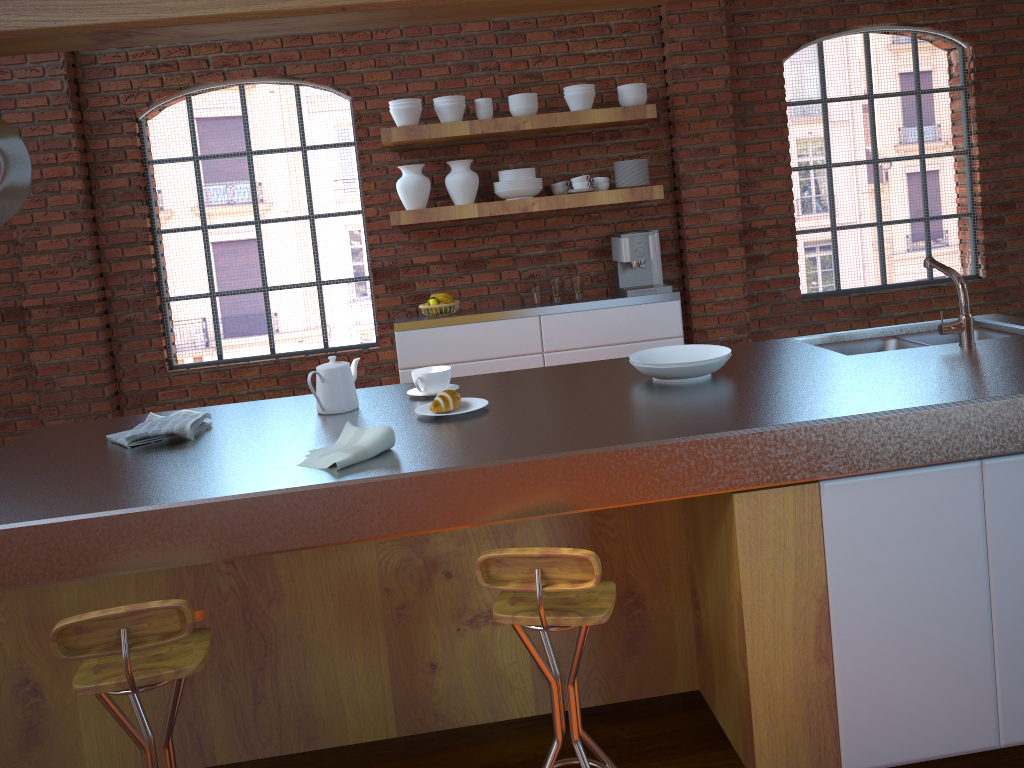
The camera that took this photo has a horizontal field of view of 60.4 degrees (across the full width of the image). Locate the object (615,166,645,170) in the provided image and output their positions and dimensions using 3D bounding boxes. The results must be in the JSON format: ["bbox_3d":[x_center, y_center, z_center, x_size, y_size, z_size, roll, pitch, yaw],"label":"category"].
[{"bbox_3d":[0.688,-1.241,5.072,0.194,0.014,0.198,-4,11,11],"label":"object"}]

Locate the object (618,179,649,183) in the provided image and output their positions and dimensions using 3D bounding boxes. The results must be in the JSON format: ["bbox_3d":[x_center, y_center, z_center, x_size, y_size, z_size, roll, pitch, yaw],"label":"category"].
[{"bbox_3d":[0.696,-1.164,5.078,0.194,0.014,0.198,-4,11,11],"label":"object"}]

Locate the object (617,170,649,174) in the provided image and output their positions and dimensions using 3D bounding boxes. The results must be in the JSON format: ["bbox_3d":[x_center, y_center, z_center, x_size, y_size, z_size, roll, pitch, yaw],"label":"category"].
[{"bbox_3d":[0.690,-1.214,5.074,0.194,0.014,0.198,-4,11,11],"label":"object"}]

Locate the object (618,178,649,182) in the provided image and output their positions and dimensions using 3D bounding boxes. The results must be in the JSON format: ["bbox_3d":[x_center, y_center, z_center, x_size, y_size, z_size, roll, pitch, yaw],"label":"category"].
[{"bbox_3d":[0.695,-1.169,5.077,0.194,0.014,0.198,-4,11,11],"label":"object"}]

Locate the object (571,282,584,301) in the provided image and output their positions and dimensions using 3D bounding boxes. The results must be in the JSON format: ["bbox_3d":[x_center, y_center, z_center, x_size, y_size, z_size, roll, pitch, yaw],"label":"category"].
[{"bbox_3d":[0.379,-0.527,5.050,0.078,0.103,0.078,-5,7,7],"label":"object"}]

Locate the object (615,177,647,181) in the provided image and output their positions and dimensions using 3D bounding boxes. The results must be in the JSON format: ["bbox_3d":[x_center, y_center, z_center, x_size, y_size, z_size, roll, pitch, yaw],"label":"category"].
[{"bbox_3d":[0.694,-1.178,5.077,0.194,0.014,0.198,-4,11,11],"label":"object"}]

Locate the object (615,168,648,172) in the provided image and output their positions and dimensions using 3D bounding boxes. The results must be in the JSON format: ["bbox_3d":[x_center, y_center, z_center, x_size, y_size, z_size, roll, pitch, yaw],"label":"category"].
[{"bbox_3d":[0.689,-1.227,5.073,0.194,0.014,0.198,-4,11,11],"label":"object"}]

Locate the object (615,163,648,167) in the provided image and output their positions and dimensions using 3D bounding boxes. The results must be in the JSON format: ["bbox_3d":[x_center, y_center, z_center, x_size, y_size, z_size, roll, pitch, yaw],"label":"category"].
[{"bbox_3d":[0.686,-1.256,5.071,0.194,0.014,0.198,-4,11,11],"label":"object"}]

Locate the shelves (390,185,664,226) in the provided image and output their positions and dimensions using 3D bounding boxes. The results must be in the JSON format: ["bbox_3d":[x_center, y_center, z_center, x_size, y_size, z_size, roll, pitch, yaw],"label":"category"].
[{"bbox_3d":[0.077,-1.023,5.049,1.537,0.075,0.342,-7,11,-6],"label":"shelves"}]

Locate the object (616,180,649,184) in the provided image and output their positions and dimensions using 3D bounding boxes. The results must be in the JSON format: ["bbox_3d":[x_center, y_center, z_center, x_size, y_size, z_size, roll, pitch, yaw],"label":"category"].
[{"bbox_3d":[0.696,-1.159,5.078,0.194,0.014,0.198,-4,11,11],"label":"object"}]

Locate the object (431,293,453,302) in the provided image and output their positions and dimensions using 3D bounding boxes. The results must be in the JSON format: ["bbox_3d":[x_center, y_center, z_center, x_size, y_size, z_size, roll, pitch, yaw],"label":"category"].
[{"bbox_3d":[-0.379,-0.478,4.998,0.066,0.084,0.187,-2,10,32],"label":"object"}]

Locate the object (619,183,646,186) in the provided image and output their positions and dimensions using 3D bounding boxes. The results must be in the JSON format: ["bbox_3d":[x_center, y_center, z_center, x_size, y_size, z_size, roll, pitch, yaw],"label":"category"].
[{"bbox_3d":[0.697,-1.146,5.079,0.194,0.014,0.198,-4,11,11],"label":"object"}]

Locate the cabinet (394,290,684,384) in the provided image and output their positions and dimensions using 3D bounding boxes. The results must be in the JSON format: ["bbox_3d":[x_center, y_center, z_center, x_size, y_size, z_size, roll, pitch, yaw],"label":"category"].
[{"bbox_3d":[0.158,-0.225,5.104,1.623,0.471,0.341,-7,6,-6],"label":"cabinet"}]

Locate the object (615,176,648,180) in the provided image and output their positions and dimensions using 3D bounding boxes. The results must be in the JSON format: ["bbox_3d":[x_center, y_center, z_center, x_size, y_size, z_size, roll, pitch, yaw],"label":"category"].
[{"bbox_3d":[0.694,-1.183,5.076,0.194,0.014,0.198,-4,11,11],"label":"object"}]

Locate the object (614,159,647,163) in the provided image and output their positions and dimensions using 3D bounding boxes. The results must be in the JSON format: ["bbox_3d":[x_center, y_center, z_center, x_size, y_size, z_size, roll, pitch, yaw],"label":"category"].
[{"bbox_3d":[0.684,-1.278,5.070,0.194,0.014,0.198,-4,11,11],"label":"object"}]

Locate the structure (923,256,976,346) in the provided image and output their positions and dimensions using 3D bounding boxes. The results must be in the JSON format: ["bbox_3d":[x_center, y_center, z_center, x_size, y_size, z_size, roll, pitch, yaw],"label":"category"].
[{"bbox_3d":[1.249,-0.244,2.574,0.099,0.246,0.202,-6,7,-5],"label":"structure"}]

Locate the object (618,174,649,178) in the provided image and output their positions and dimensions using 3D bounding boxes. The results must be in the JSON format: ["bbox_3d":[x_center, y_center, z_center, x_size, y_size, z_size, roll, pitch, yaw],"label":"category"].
[{"bbox_3d":[0.693,-1.191,5.076,0.194,0.014,0.198,-4,11,11],"label":"object"}]

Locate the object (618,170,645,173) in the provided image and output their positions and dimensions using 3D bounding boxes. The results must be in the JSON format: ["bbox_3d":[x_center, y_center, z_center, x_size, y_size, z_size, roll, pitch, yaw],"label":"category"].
[{"bbox_3d":[0.690,-1.219,5.074,0.194,0.014,0.198,-4,11,11],"label":"object"}]

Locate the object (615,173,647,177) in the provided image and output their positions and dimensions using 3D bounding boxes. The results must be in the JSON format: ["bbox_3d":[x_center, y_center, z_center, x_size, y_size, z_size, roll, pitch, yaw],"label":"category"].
[{"bbox_3d":[0.692,-1.201,5.075,0.194,0.014,0.198,-4,11,11],"label":"object"}]

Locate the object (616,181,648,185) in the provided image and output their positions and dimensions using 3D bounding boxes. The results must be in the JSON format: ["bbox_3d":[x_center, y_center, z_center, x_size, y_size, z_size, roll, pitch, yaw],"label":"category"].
[{"bbox_3d":[0.696,-1.155,5.078,0.194,0.014,0.198,-4,11,11],"label":"object"}]

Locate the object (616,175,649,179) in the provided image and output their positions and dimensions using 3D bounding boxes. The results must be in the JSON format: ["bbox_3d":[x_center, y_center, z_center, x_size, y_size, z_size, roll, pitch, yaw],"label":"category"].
[{"bbox_3d":[0.693,-1.188,5.076,0.194,0.014,0.198,-4,11,11],"label":"object"}]

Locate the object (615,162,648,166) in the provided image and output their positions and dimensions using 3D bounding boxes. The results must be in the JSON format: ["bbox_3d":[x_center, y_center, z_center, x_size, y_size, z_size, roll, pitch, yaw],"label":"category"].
[{"bbox_3d":[0.686,-1.260,5.071,0.194,0.014,0.198,-4,11,11],"label":"object"}]

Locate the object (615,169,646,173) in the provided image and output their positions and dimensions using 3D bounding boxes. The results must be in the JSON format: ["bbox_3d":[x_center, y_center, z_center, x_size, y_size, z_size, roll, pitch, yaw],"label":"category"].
[{"bbox_3d":[0.689,-1.223,5.073,0.194,0.014,0.198,-4,11,11],"label":"object"}]

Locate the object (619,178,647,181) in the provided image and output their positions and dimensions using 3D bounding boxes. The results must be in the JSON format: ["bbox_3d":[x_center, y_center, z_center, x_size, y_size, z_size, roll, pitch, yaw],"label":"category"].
[{"bbox_3d":[0.695,-1.173,5.077,0.194,0.014,0.198,-4,11,11],"label":"object"}]

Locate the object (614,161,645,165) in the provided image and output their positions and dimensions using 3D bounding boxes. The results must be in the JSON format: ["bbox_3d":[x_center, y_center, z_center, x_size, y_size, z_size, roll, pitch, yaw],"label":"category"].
[{"bbox_3d":[0.685,-1.269,5.070,0.194,0.014,0.198,-4,11,11],"label":"object"}]

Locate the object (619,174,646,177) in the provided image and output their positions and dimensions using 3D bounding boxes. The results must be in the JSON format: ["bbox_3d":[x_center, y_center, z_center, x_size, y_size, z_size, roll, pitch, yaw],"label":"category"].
[{"bbox_3d":[0.692,-1.196,5.075,0.194,0.014,0.198,-4,11,11],"label":"object"}]

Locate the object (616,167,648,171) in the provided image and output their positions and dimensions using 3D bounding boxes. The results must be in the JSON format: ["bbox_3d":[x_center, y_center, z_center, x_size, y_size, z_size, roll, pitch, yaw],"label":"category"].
[{"bbox_3d":[0.689,-1.232,5.073,0.194,0.014,0.198,-4,11,11],"label":"object"}]

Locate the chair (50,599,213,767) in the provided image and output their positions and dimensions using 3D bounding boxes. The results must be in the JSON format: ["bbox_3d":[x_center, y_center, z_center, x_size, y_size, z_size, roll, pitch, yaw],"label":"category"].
[{"bbox_3d":[-0.711,0.764,1.775,0.339,0.744,0.341,-7,5,-10],"label":"chair"}]

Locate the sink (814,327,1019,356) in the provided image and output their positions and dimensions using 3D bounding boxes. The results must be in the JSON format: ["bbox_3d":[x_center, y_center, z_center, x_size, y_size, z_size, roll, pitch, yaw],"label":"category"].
[{"bbox_3d":[1.270,-0.029,2.756,0.614,0.197,0.414,-7,10,-6],"label":"sink"}]

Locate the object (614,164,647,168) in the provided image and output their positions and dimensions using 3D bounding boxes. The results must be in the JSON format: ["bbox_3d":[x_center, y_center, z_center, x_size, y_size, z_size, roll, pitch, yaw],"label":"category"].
[{"bbox_3d":[0.687,-1.251,5.072,0.194,0.014,0.198,-4,11,11],"label":"object"}]

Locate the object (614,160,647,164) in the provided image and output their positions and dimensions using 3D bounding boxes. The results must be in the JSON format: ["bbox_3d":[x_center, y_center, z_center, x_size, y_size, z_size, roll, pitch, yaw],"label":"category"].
[{"bbox_3d":[0.684,-1.274,5.070,0.194,0.014,0.198,-4,11,11],"label":"object"}]

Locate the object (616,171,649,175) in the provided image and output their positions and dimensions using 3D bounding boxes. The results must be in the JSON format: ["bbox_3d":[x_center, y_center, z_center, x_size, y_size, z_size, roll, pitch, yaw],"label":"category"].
[{"bbox_3d":[0.691,-1.209,5.074,0.194,0.014,0.198,-4,11,11],"label":"object"}]

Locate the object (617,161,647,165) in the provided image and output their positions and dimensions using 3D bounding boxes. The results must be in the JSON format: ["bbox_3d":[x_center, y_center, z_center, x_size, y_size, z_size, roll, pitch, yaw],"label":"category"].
[{"bbox_3d":[0.685,-1.264,5.071,0.194,0.014,0.198,-4,11,11],"label":"object"}]

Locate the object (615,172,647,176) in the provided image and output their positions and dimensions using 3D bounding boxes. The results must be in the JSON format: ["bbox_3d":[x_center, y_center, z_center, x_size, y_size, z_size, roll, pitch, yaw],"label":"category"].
[{"bbox_3d":[0.691,-1.206,5.075,0.194,0.014,0.198,-4,11,11],"label":"object"}]

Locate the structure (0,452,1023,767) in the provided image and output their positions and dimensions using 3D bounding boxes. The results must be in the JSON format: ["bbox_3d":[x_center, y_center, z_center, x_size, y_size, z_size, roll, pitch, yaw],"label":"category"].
[{"bbox_3d":[0.199,0.549,2.375,3.122,0.759,1.037,-7,9,-6],"label":"structure"}]

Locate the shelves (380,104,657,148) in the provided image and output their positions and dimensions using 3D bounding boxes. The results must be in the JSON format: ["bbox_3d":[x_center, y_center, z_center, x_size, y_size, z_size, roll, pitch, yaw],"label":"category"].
[{"bbox_3d":[0.031,-1.470,5.018,1.537,0.075,0.342,-7,11,-6],"label":"shelves"}]

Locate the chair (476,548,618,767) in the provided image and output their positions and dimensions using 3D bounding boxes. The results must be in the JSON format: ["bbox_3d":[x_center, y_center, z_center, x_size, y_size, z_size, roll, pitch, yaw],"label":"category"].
[{"bbox_3d":[0.112,0.665,1.855,0.337,0.744,0.342,-4,5,15],"label":"chair"}]

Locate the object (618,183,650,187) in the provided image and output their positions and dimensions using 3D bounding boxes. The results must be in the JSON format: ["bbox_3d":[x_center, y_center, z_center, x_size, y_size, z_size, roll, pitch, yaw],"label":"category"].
[{"bbox_3d":[0.698,-1.141,5.079,0.194,0.014,0.198,-4,11,11],"label":"object"}]

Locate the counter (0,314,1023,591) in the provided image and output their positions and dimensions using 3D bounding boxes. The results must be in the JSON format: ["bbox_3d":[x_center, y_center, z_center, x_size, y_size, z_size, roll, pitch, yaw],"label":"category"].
[{"bbox_3d":[0.156,0.103,2.335,3.145,0.129,1.038,-7,11,-5],"label":"counter"}]

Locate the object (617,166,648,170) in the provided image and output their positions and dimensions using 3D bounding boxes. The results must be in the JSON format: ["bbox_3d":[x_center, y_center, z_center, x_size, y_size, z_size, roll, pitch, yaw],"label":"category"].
[{"bbox_3d":[0.688,-1.237,5.073,0.194,0.014,0.198,-4,11,11],"label":"object"}]

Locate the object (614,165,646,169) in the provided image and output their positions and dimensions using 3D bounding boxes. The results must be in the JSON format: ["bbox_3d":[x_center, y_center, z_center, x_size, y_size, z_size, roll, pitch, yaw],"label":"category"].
[{"bbox_3d":[0.687,-1.246,5.072,0.194,0.014,0.198,-4,11,11],"label":"object"}]
